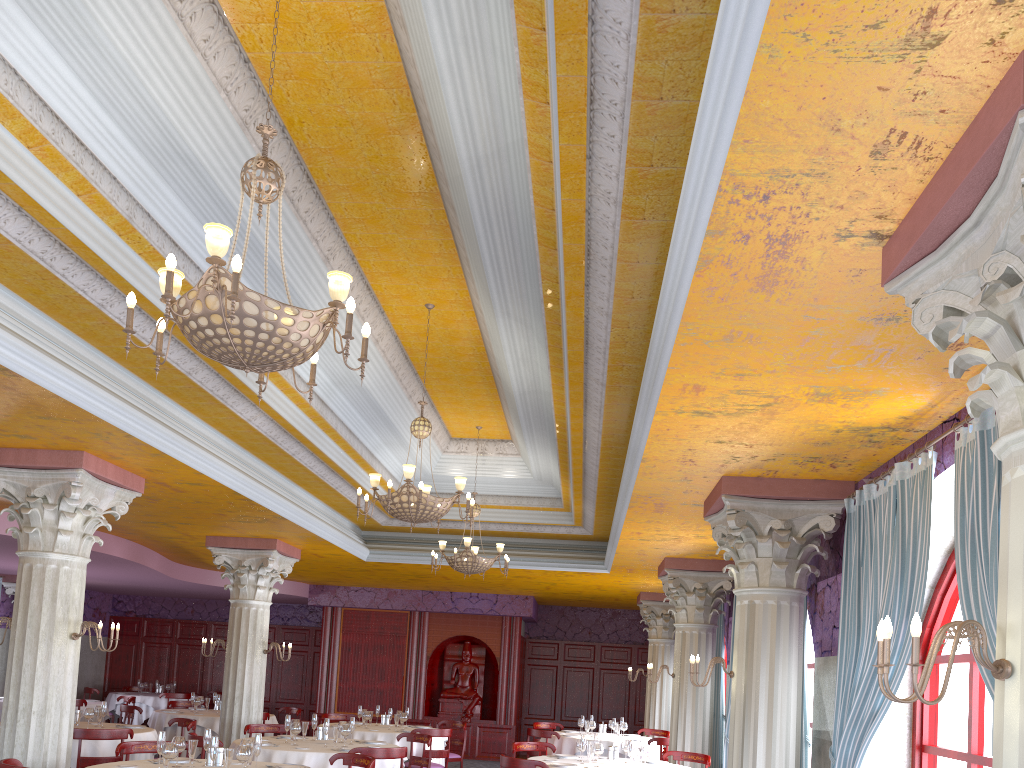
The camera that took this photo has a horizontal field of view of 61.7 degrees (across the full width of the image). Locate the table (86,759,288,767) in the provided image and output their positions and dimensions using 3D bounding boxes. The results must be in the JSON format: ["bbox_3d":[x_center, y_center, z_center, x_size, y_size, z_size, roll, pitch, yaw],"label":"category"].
[{"bbox_3d":[-2.576,3.727,7.153,2.076,0.922,2.198,2,-16,6],"label":"table"}]

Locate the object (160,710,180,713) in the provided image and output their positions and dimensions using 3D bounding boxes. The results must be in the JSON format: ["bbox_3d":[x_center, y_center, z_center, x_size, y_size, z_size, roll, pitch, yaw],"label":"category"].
[{"bbox_3d":[-5.666,5.431,14.201,0.312,0.023,0.330,2,-19,5],"label":"object"}]

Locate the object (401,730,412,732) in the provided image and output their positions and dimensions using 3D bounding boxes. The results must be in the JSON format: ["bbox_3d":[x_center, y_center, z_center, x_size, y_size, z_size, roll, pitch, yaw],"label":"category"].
[{"bbox_3d":[-1.541,5.250,12.944,0.312,0.023,0.330,2,-19,5],"label":"object"}]

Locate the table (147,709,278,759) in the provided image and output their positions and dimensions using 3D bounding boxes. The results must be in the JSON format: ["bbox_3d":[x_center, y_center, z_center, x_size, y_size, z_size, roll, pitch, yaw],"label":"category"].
[{"bbox_3d":[-5.115,6.116,14.667,2.076,0.922,2.198,2,-16,6],"label":"table"}]

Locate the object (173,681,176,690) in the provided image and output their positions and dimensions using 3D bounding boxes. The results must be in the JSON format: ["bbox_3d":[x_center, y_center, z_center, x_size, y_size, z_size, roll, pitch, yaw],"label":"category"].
[{"bbox_3d":[-7.877,7.101,19.990,0.074,0.326,0.075,4,-5,-3],"label":"object"}]

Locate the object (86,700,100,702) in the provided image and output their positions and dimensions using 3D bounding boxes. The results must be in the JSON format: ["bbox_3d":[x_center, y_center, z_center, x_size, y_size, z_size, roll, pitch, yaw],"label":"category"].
[{"bbox_3d":[-7.796,5.860,15.843,0.312,0.023,0.330,2,-19,5],"label":"object"}]

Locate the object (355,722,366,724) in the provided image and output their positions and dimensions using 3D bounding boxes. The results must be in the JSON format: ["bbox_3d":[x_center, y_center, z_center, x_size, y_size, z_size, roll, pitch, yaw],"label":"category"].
[{"bbox_3d":[-2.540,5.584,14.107,0.319,0.023,0.323,-14,-25,42],"label":"object"}]

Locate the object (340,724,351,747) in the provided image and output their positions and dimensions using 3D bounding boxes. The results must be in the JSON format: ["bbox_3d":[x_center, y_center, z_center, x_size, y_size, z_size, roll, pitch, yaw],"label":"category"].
[{"bbox_3d":[-1.952,4.123,10.032,0.124,0.256,0.124,7,-8,-26],"label":"object"}]

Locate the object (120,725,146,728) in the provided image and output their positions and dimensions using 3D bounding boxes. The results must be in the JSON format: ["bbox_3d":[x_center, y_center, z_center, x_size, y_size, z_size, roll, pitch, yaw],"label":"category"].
[{"bbox_3d":[-4.845,4.383,10.955,0.312,0.023,0.330,2,-19,5],"label":"object"}]

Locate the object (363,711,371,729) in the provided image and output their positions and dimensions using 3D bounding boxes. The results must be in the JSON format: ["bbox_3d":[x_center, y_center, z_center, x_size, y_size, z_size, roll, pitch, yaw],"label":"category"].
[{"bbox_3d":[-2.234,5.173,13.190,0.122,0.256,0.126,4,-7,-3],"label":"object"}]

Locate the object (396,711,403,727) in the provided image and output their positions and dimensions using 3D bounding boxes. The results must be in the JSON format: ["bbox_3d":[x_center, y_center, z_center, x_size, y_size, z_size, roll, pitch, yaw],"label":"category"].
[{"bbox_3d":[-1.832,5.429,13.877,0.122,0.256,0.126,4,-7,-3],"label":"object"}]

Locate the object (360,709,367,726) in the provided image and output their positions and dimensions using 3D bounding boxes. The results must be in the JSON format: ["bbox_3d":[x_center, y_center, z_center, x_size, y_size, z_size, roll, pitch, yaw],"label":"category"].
[{"bbox_3d":[-2.378,5.349,13.736,0.122,0.256,0.126,4,-7,-3],"label":"object"}]

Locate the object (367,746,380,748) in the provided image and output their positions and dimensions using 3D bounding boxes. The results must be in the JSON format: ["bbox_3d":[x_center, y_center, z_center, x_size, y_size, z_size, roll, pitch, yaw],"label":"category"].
[{"bbox_3d":[-1.652,4.331,10.221,0.161,0.009,0.164,-14,-26,42],"label":"object"}]

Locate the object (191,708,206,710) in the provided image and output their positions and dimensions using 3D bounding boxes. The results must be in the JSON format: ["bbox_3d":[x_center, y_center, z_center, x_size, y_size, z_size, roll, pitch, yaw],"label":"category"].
[{"bbox_3d":[-5.586,5.800,15.279,0.312,0.023,0.330,2,-19,5],"label":"object"}]

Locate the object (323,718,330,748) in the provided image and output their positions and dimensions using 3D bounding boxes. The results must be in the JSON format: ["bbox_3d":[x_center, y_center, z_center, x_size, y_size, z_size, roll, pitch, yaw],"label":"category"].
[{"bbox_3d":[-2.142,4.026,9.884,0.074,0.326,0.075,-1,-6,41],"label":"object"}]

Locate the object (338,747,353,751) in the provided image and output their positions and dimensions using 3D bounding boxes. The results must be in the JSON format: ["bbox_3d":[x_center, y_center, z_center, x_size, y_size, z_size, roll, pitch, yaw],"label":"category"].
[{"bbox_3d":[-1.804,4.120,9.645,0.312,0.023,0.330,2,-19,5],"label":"object"}]

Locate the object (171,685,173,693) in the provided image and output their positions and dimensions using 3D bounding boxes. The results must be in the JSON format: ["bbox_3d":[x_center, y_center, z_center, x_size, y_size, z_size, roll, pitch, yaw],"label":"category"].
[{"bbox_3d":[-7.970,7.175,20.079,0.086,0.231,0.087,5,-6,-15],"label":"object"}]

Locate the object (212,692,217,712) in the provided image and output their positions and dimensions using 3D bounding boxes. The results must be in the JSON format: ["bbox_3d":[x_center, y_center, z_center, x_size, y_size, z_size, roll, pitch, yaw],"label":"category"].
[{"bbox_3d":[-5.230,5.593,15.061,0.074,0.326,0.075,-1,-6,41],"label":"object"}]

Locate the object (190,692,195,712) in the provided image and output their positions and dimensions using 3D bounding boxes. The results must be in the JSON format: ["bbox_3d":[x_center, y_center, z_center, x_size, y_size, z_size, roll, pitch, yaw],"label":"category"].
[{"bbox_3d":[-5.430,5.411,14.557,0.074,0.326,0.075,-1,-6,41],"label":"object"}]

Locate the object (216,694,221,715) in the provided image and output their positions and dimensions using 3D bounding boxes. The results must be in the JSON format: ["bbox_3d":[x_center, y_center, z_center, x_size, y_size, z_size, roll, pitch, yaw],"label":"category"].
[{"bbox_3d":[-4.925,5.372,14.355,0.074,0.326,0.075,-1,-6,41],"label":"object"}]

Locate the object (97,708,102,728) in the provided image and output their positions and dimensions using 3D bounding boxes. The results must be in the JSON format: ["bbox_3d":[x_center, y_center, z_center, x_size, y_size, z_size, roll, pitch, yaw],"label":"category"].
[{"bbox_3d":[-5.155,4.176,10.709,0.086,0.231,0.087,5,-6,-15],"label":"object"}]

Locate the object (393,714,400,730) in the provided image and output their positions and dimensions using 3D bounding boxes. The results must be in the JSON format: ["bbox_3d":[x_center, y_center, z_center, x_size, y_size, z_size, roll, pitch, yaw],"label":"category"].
[{"bbox_3d":[-1.789,5.239,13.269,0.086,0.231,0.088,0,-7,30],"label":"object"}]

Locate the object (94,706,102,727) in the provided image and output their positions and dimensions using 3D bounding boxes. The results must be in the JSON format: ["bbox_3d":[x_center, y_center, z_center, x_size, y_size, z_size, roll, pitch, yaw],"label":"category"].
[{"bbox_3d":[-5.217,4.193,10.809,0.122,0.256,0.126,1,-7,19],"label":"object"}]

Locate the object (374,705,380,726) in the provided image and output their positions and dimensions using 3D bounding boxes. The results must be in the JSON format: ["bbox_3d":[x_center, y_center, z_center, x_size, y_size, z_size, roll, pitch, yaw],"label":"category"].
[{"bbox_3d":[-2.184,5.377,13.889,0.074,0.326,0.075,-1,-6,41],"label":"object"}]

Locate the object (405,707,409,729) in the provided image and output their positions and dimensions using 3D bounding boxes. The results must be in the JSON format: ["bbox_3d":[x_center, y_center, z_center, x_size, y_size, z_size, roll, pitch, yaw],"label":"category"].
[{"bbox_3d":[-1.679,5.338,13.687,0.074,0.326,0.075,-1,-6,41],"label":"object"}]

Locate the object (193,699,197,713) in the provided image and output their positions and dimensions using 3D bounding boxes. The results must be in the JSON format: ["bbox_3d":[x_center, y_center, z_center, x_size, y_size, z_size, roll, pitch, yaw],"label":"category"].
[{"bbox_3d":[-5.343,5.432,14.461,0.086,0.231,0.087,5,-6,-15],"label":"object"}]

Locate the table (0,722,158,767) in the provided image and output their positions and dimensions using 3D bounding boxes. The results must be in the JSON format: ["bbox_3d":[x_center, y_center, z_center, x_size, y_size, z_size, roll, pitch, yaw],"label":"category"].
[{"bbox_3d":[-5.454,4.664,10.427,2.076,0.922,2.198,2,-16,6],"label":"table"}]

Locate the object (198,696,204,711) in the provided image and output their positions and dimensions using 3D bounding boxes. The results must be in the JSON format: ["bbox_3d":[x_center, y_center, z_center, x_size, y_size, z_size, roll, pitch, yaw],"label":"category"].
[{"bbox_3d":[-5.424,5.565,14.908,0.122,0.256,0.126,1,-7,19],"label":"object"}]

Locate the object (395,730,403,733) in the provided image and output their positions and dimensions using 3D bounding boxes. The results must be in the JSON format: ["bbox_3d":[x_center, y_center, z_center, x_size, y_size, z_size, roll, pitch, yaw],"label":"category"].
[{"bbox_3d":[-1.695,5.212,12.842,0.028,0.013,0.237,16,-22,-37],"label":"object"}]

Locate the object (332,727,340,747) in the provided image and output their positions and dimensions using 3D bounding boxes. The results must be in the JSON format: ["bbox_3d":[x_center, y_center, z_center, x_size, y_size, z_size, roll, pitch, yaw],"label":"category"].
[{"bbox_3d":[-2.053,4.109,9.969,0.086,0.231,0.088,0,-7,30],"label":"object"}]

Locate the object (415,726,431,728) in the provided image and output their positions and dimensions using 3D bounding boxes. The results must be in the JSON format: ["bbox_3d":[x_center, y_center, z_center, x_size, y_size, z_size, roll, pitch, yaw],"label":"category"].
[{"bbox_3d":[-1.460,5.618,14.022,0.315,0.023,0.327,8,-19,-14],"label":"object"}]

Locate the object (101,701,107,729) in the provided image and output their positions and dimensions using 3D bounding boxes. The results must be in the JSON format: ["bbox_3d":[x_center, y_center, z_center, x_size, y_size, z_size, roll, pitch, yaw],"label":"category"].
[{"bbox_3d":[-5.063,4.102,10.620,0.074,0.326,0.075,-1,-6,41],"label":"object"}]

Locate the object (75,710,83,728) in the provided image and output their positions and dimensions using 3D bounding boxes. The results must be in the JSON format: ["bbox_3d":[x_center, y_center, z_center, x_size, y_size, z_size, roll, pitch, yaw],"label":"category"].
[{"bbox_3d":[-5.174,4.003,10.201,0.086,0.231,0.088,0,-7,30],"label":"object"}]

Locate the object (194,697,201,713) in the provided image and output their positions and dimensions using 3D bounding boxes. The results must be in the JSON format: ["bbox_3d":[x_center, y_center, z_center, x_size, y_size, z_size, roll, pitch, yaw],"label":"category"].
[{"bbox_3d":[-5.280,5.389,14.363,0.122,0.256,0.126,1,-7,19],"label":"object"}]

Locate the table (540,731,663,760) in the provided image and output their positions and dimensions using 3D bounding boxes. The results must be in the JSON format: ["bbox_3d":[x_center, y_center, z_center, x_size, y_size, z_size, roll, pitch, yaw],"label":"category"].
[{"bbox_3d":[1.496,6.458,14.527,2.076,0.922,2.198,2,-16,6],"label":"table"}]

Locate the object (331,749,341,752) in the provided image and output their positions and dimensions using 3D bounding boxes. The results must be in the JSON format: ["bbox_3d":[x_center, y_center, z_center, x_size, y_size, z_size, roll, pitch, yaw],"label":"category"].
[{"bbox_3d":[-1.958,4.082,9.543,0.028,0.013,0.237,16,-22,-37],"label":"object"}]

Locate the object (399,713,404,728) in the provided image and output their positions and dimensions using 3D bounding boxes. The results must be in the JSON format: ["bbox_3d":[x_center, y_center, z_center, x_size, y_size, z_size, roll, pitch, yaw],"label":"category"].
[{"bbox_3d":[-1.771,5.412,13.777,0.085,0.231,0.088,3,-6,8],"label":"object"}]

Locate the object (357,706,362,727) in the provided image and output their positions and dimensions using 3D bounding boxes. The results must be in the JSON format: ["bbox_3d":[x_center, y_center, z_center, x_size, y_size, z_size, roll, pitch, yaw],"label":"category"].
[{"bbox_3d":[-2.384,5.194,13.385,0.074,0.326,0.075,-1,-6,41],"label":"object"}]

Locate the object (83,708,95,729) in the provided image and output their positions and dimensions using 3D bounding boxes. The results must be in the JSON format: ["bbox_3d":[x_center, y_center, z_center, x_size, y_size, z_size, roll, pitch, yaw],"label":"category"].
[{"bbox_3d":[-5.074,4.017,10.264,0.122,0.256,0.126,1,-7,19],"label":"object"}]

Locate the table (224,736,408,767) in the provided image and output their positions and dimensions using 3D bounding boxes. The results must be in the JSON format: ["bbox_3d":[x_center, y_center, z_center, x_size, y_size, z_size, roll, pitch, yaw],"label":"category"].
[{"bbox_3d":[-2.333,4.769,10.196,2.076,0.922,2.198,2,-16,6],"label":"table"}]

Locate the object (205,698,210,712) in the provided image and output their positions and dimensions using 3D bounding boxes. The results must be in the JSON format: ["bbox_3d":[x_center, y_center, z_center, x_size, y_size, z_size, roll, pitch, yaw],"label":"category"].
[{"bbox_3d":[-5.325,5.605,14.969,0.086,0.231,0.087,5,-6,-15],"label":"object"}]

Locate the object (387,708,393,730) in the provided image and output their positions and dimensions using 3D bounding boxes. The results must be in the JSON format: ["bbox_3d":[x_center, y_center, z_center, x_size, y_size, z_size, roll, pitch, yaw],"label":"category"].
[{"bbox_3d":[-1.879,5.156,13.183,0.074,0.326,0.075,-1,-6,41],"label":"object"}]

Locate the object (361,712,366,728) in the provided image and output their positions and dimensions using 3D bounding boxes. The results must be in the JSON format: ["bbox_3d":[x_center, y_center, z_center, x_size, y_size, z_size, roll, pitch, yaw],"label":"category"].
[{"bbox_3d":[-2.297,5.216,13.289,0.086,0.231,0.087,5,-6,-15],"label":"object"}]

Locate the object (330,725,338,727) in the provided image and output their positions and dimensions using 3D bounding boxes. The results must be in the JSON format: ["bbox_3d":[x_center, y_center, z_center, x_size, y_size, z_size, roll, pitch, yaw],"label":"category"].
[{"bbox_3d":[-2.620,5.215,13.029,0.312,0.023,0.330,2,-19,5],"label":"object"}]

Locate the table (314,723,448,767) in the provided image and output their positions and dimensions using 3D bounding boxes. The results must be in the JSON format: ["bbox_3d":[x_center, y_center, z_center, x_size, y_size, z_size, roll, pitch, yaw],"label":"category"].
[{"bbox_3d":[-2.070,5.899,13.495,2.076,0.922,2.198,2,-16,6],"label":"table"}]

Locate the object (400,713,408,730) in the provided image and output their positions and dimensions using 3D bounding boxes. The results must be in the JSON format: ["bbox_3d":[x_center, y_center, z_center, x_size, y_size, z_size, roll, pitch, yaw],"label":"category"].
[{"bbox_3d":[-1.689,5.253,13.331,0.122,0.256,0.126,4,-7,-3],"label":"object"}]

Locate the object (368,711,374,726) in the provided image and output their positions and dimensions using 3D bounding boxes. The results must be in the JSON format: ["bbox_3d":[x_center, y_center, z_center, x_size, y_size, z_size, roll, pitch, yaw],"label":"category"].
[{"bbox_3d":[-2.279,5.389,13.797,0.086,0.231,0.088,0,-7,30],"label":"object"}]

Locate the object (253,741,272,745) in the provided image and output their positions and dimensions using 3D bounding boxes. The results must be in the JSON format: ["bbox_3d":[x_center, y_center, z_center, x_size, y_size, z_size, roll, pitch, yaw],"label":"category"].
[{"bbox_3d":[-2.884,4.085,9.730,0.312,0.023,0.330,2,-19,5],"label":"object"}]

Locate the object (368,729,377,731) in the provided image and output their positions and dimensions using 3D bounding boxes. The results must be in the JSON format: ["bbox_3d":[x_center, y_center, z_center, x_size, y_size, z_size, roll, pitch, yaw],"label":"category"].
[{"bbox_3d":[-2.084,5.200,12.871,0.158,0.009,0.167,2,-19,5],"label":"object"}]

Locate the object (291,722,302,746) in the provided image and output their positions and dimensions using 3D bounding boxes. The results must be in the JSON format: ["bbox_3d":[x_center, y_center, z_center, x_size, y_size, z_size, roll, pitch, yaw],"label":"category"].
[{"bbox_3d":[-2.498,4.043,9.891,0.122,0.256,0.126,4,-7,-3],"label":"object"}]
